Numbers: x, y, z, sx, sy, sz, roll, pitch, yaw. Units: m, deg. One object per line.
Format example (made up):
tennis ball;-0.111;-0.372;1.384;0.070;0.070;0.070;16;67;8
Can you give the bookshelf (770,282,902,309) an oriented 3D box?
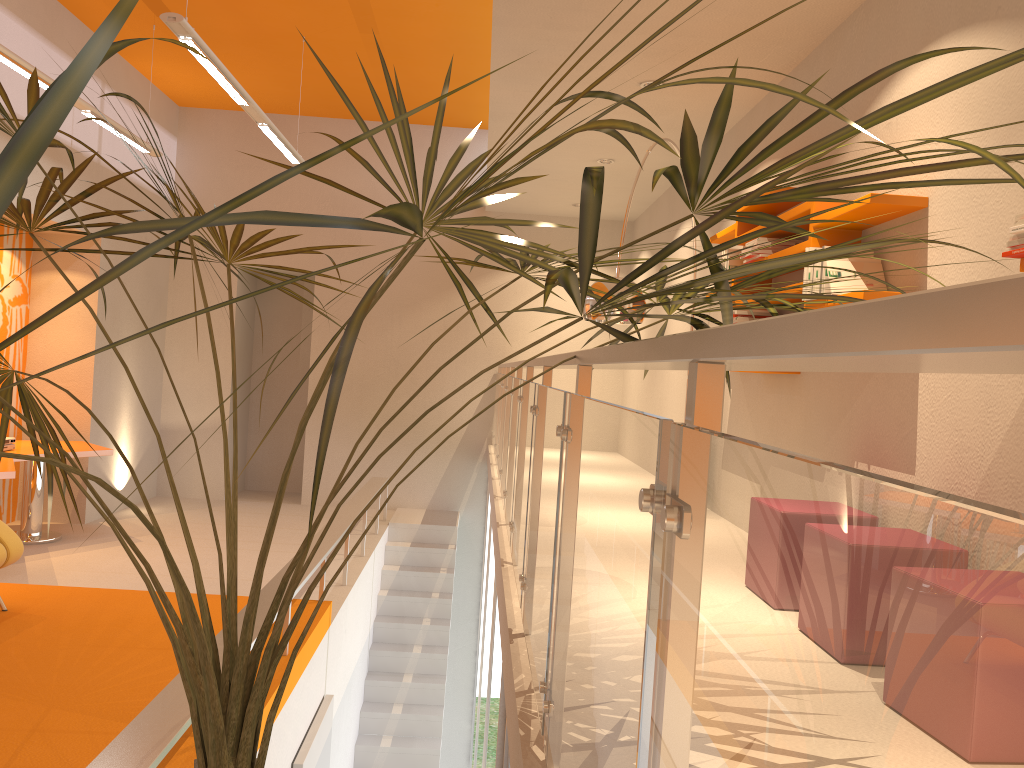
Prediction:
bookshelf;1.384;-0.332;3.848;0.220;0.220;1.150;4;1;-2

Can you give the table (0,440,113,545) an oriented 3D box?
table;-3.850;0.915;6.695;0.969;0.760;2.573;4;1;-2

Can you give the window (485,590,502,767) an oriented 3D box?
window;-0.695;2.073;1.040;0.481;5.399;8.922;4;1;10

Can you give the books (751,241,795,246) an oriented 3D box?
books;1.351;-0.716;4.625;0.190;0.015;0.254;4;1;4

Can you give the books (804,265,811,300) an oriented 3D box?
books;1.370;-0.436;3.778;0.230;0.169;0.027;4;1;-2

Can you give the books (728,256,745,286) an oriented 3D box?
books;1.346;-0.638;5.051;0.230;0.169;0.023;4;1;-2

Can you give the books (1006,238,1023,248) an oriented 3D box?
books;1.400;-0.356;2.203;0.190;0.015;0.254;4;1;-6

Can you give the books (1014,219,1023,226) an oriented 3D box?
books;1.418;-0.402;2.190;0.254;0.015;0.190;4;1;4

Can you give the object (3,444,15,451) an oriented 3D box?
object;-4.058;0.493;6.859;0.250;0.049;0.349;4;1;-2

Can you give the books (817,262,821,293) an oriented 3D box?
books;1.382;-0.433;3.665;0.230;0.169;0.027;4;1;-2

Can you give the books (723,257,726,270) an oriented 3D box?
books;1.333;-0.640;5.133;0.230;0.169;0.027;4;1;-2

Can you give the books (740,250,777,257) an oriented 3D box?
books;1.336;-0.669;4.610;0.254;0.015;0.190;4;1;-6

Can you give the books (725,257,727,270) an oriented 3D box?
books;1.342;-0.639;5.105;0.230;0.169;0.027;4;1;-2

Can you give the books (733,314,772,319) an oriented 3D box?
books;1.315;-0.363;4.876;0.254;0.015;0.190;4;1;4

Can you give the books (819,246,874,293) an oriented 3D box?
books;1.372;-0.454;3.640;0.207;0.210;0.021;4;1;-2

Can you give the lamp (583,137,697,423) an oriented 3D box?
lamp;0.810;-0.308;5.181;0.315;2.259;2.077;4;1;21

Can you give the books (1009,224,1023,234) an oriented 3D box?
books;1.412;-0.386;2.192;0.230;0.017;0.227;4;1;-7

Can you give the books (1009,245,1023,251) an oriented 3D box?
books;1.400;-0.343;2.193;0.190;0.011;0.268;4;1;-1

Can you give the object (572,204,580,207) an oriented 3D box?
object;0.695;-1.869;9.181;0.143;0.059;0.143;3;1;-30

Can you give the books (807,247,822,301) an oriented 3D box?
books;1.379;-0.465;3.800;0.230;0.227;0.017;4;1;-2

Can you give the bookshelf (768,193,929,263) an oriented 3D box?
bookshelf;1.408;-0.689;3.843;0.220;0.220;1.150;4;1;-2

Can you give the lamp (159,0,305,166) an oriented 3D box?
lamp;-1.715;-2.337;5.987;0.120;1.052;3.195;4;1;-2

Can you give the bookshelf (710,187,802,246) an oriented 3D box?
bookshelf;1.376;-0.888;5.020;0.220;0.220;1.150;4;1;-2

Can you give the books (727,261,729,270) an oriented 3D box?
books;1.332;-0.633;5.065;0.207;0.156;0.009;4;1;-2

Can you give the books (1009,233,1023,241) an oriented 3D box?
books;1.398;-0.371;2.195;0.190;0.015;0.254;4;1;-1

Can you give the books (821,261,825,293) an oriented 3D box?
books;1.372;-0.427;3.625;0.207;0.156;0.009;4;1;-2

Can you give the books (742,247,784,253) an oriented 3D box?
books;1.344;-0.684;4.608;0.254;0.015;0.190;4;1;-1

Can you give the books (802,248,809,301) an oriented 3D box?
books;1.372;-0.465;3.819;0.230;0.227;0.017;4;1;-2

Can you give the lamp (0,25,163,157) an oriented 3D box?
lamp;-2.940;-2.417;5.941;0.120;1.052;3.195;4;1;-2

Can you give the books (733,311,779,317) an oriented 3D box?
books;1.312;-0.379;4.863;0.226;0.017;0.230;4;1;-2

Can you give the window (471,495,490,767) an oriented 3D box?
window;-0.321;2.795;8.912;0.006;3.760;2.078;4;1;-2

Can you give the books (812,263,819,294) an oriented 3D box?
books;1.373;-0.434;3.693;0.230;0.169;0.027;4;1;-2

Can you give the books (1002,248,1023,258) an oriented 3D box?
books;1.399;-0.330;2.190;0.210;0.013;0.297;4;1;-2

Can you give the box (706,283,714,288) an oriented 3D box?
box;1.296;-0.584;5.298;0.232;0.047;0.232;4;1;-2

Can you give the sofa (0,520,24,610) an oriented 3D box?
sofa;-3.133;0.877;3.884;0.929;0.706;2.081;4;1;-2

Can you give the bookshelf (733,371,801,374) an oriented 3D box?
bookshelf;1.330;-0.176;5.032;0.220;0.220;1.150;4;1;-2

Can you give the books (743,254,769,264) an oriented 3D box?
books;1.350;-0.643;4.607;0.210;0.013;0.297;4;1;-2

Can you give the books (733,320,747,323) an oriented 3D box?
books;1.295;-0.332;4.881;0.190;0.015;0.254;4;1;-1

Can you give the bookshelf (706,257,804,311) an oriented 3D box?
bookshelf;1.353;-0.533;5.026;0.220;0.220;1.150;4;1;-2

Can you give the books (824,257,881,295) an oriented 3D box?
books;1.386;-0.432;3.611;0.230;0.169;0.023;4;1;-2

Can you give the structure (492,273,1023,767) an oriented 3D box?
structure;0.095;0.338;4.371;0.195;0.900;11.050;4;1;-2

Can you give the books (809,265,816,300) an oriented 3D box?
books;1.379;-0.435;3.751;0.230;0.169;0.027;4;1;-2

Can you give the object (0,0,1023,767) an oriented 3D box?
object;-0.593;0.287;1.574;3.098;2.600;3.241;4;1;6

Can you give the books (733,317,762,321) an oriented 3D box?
books;1.309;-0.348;4.877;0.230;0.017;0.227;4;1;-7

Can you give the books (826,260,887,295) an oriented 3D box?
books;1.387;-0.422;3.568;0.230;0.150;0.091;4;1;-2

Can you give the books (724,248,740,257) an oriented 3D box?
books;1.342;-0.668;5.155;0.230;0.227;0.017;4;1;-2

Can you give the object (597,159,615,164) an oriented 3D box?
object;0.765;-1.834;7.231;0.143;0.059;0.143;3;1;-30

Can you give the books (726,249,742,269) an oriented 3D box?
books;1.332;-0.659;5.081;0.207;0.210;0.021;4;1;-2

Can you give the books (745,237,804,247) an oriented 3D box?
books;1.365;-0.731;4.621;0.230;0.017;0.227;4;1;-2

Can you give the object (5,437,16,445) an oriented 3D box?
object;-4.049;0.445;6.858;0.262;0.049;0.349;4;1;-2

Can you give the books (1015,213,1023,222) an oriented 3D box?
books;1.415;-0.418;2.177;0.226;0.017;0.230;4;1;-2

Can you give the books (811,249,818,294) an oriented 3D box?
books;1.369;-0.455;3.726;0.207;0.210;0.021;4;1;-2

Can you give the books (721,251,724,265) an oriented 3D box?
books;1.335;-0.669;5.173;0.230;0.227;0.017;4;1;-2

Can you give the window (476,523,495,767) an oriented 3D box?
window;-0.240;2.836;6.680;0.006;3.760;2.311;4;1;-2

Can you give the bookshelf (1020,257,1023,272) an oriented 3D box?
bookshelf;1.460;-0.294;1.754;0.220;0.220;1.150;4;1;-2

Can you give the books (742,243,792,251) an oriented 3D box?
books;1.348;-0.700;4.620;0.227;0.017;0.230;4;1;-7

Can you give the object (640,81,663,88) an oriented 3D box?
object;0.836;-1.798;5.283;0.143;0.059;0.143;3;1;-30

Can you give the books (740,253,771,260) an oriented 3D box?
books;1.345;-0.656;4.612;0.268;0.011;0.190;4;1;-1
